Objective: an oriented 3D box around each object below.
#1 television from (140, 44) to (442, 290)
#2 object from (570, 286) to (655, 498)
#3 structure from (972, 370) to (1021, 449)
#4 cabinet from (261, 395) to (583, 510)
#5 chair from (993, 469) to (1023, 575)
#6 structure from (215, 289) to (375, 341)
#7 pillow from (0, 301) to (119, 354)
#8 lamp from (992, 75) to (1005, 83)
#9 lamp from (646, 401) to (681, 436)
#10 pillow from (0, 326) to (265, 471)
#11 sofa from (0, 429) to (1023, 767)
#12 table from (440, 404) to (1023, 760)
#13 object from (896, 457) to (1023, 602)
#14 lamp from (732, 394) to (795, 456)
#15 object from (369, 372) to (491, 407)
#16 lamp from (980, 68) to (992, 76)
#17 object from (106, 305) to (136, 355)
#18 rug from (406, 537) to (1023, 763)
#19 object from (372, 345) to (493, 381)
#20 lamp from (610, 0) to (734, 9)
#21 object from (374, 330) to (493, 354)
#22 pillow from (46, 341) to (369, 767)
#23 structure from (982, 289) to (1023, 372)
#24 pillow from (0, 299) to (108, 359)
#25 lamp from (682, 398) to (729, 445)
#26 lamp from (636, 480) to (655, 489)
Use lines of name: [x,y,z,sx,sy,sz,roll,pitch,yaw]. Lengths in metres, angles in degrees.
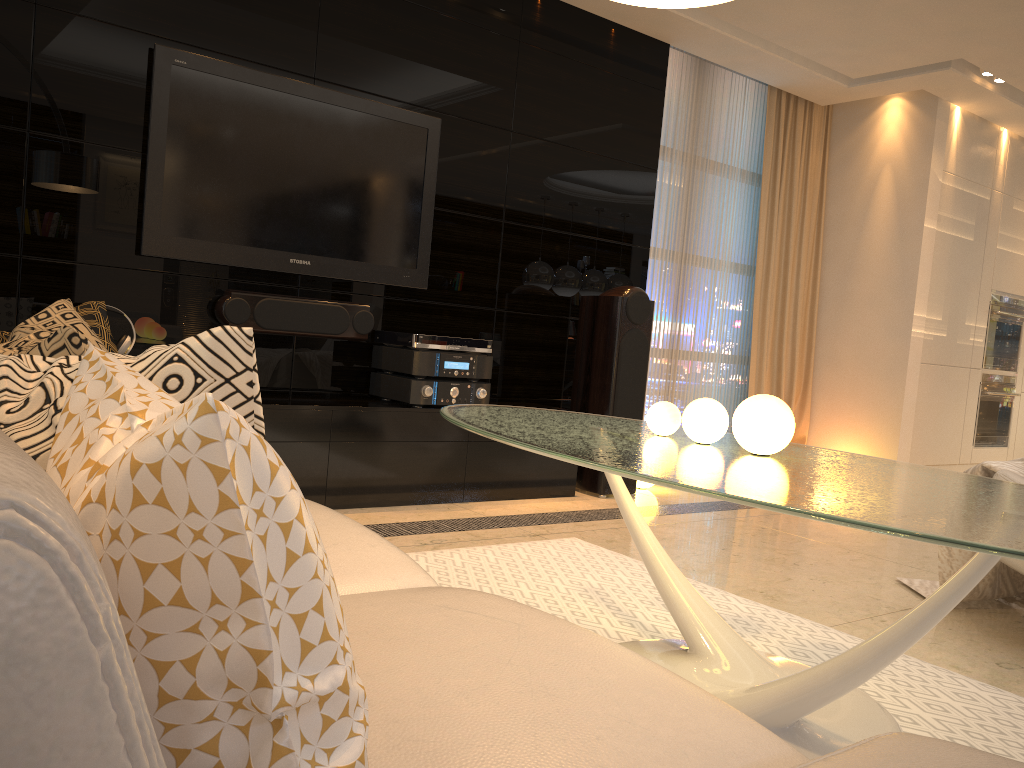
television: [-0.934,-0.913,3.976,1.358,0.839,0.055,3,4,-38]
object: [0.490,0.024,4.863,0.285,1.127,0.468,3,4,-38]
structure: [3.605,0.182,7.063,0.609,0.597,0.595,3,4,-38]
cabinet: [-0.900,0.294,3.904,2.842,0.444,0.416,3,4,-38]
chair: [2.116,0.364,2.612,0.983,0.991,1.027,3,4,-38]
structure: [-0.959,-0.303,3.991,0.745,0.179,0.107,3,4,-38]
pillow: [-0.867,0.058,1.608,0.301,0.436,0.575,5,3,-7]
lamp: [3.064,-1.954,5.547,0.107,0.127,0.107,8,4,41]
lamp: [0.399,0.091,2.331,0.090,0.091,0.090,6,3,13]
pillow: [-0.507,0.131,0.980,0.587,0.429,0.288,7,4,27]
sofa: [-0.541,0.324,1.150,1.145,0.754,2.328,3,4,-38]
table: [0.528,0.451,1.996,0.999,0.565,2.140,3,4,-39]
object: [1.931,0.538,2.752,0.972,0.580,1.347,5,3,-1]
lamp: [0.590,0.096,2.084,0.143,0.143,0.143,8,4,37]
object: [-0.382,0.033,4.252,0.446,0.130,0.419,3,4,-38]
lamp: [2.935,-1.960,5.447,0.107,0.127,0.107,8,4,41]
object: [-1.559,-0.129,3.361,0.197,0.343,0.197,6,3,17]
rug: [0.494,0.742,2.038,1.661,0.020,2.900,3,4,-38]
object: [-0.374,-0.097,4.249,0.446,0.130,0.407,3,4,-38]
lamp: [-0.374,-0.551,1.172,2.009,2.519,0.393,3,4,-38]
object: [-0.376,-0.199,4.262,0.441,0.070,0.371,3,4,-38]
pillow: [-0.243,0.173,0.684,0.222,0.380,0.463,3,4,-33]
structure: [3.660,-0.424,7.029,0.609,0.597,0.595,3,4,-38]
pillow: [-0.643,0.097,1.276,0.301,0.436,0.575,3,4,-32]
lamp: [0.484,0.092,2.221,0.115,0.115,0.115,4,3,-12]
lamp: [0.752,0.493,5.096,0.212,0.214,0.213,6,3,13]
